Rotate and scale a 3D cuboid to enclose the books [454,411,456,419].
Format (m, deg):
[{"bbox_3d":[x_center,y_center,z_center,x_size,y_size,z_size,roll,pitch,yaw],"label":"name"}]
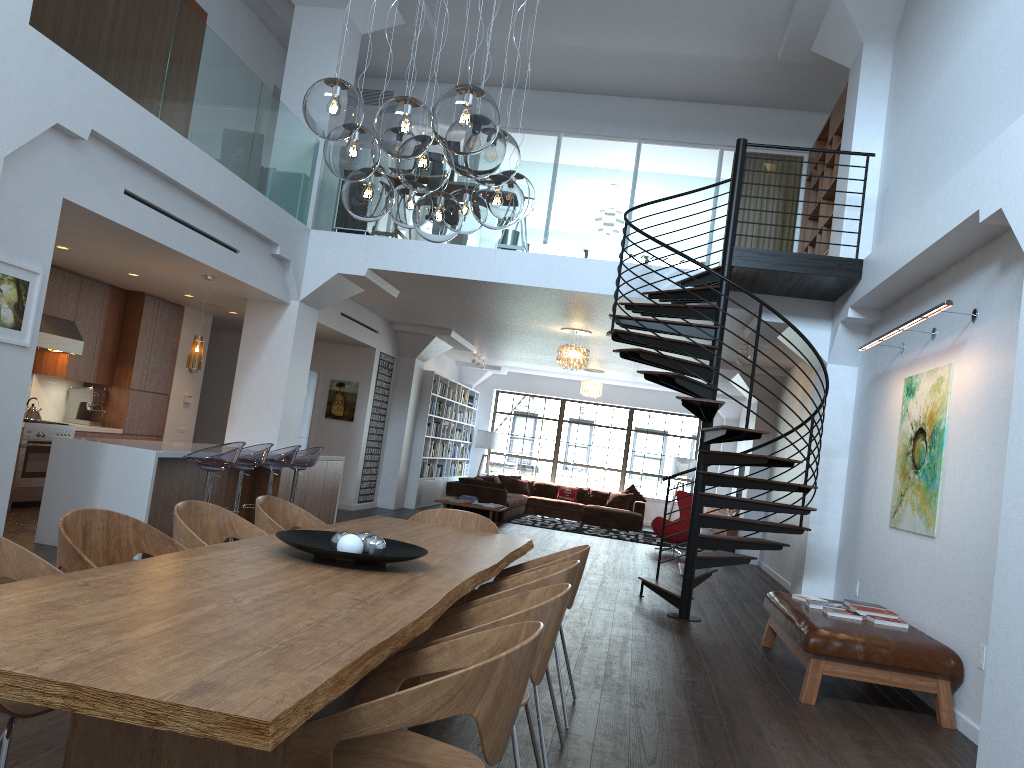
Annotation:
[{"bbox_3d":[-1.214,0.629,17.772,0.139,0.191,0.036,7,-4,9],"label":"books"}]

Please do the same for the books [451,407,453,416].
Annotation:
[{"bbox_3d":[-1.260,0.565,17.400,0.159,0.250,0.026,7,-4,9],"label":"books"}]

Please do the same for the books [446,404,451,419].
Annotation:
[{"bbox_3d":[-1.286,0.532,17.271,0.176,0.290,0.053,7,-4,9],"label":"books"}]

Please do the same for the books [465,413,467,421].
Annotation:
[{"bbox_3d":[-1.058,0.712,18.829,0.161,0.223,0.026,7,-4,8],"label":"books"}]

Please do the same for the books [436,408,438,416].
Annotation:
[{"bbox_3d":[-1.444,0.454,16.225,0.160,0.251,0.039,7,-4,9],"label":"books"}]

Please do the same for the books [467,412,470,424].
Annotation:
[{"bbox_3d":[-1.020,0.722,19.104,0.183,0.253,0.034,7,-4,8],"label":"books"}]

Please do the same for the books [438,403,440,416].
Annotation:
[{"bbox_3d":[-1.429,0.462,16.336,0.183,0.253,0.042,7,-4,9],"label":"books"}]

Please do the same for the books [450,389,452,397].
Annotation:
[{"bbox_3d":[-1.253,0.185,17.192,0.140,0.231,0.042,7,-4,9],"label":"books"}]

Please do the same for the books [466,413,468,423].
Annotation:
[{"bbox_3d":[-1.044,0.707,18.945,0.183,0.253,0.034,7,-4,8],"label":"books"}]

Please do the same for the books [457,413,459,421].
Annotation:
[{"bbox_3d":[-1.165,0.661,18.118,0.139,0.191,0.036,7,-4,9],"label":"books"}]

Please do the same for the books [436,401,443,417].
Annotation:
[{"bbox_3d":[-1.403,0.467,16.562,0.198,0.284,0.049,7,-4,9],"label":"books"}]

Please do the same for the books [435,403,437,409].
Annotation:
[{"bbox_3d":[-1.472,0.442,16.011,0.174,0.236,0.142,7,-4,9],"label":"books"}]

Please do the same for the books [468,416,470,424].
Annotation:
[{"bbox_3d":[-1.007,0.734,19.228,0.160,0.250,0.026,7,-4,8],"label":"books"}]

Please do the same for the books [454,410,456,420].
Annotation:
[{"bbox_3d":[-1.214,0.626,17.805,0.146,0.202,0.027,7,-4,9],"label":"books"}]

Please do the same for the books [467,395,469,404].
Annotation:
[{"bbox_3d":[-1.015,0.341,18.843,0.161,0.223,0.032,7,-4,9],"label":"books"}]

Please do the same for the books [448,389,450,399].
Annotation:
[{"bbox_3d":[-1.275,0.183,17.010,0.146,0.202,0.027,7,-4,9],"label":"books"}]

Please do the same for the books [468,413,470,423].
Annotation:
[{"bbox_3d":[-1.015,0.726,19.187,0.180,0.259,0.060,7,-4,8],"label":"books"}]

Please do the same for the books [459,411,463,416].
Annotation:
[{"bbox_3d":[-1.108,0.680,18.555,0.140,0.231,0.042,7,-4,9],"label":"books"}]

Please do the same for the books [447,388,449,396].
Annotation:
[{"bbox_3d":[-1.294,0.173,16.903,0.146,0.202,0.027,7,-4,9],"label":"books"}]

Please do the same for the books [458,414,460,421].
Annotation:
[{"bbox_3d":[-1.141,0.684,18.220,0.107,0.167,0.017,7,-4,9],"label":"books"}]

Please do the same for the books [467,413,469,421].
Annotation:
[{"bbox_3d":[-1.037,0.724,19.067,0.174,0.240,0.045,7,-4,8],"label":"books"}]

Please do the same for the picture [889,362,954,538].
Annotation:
[{"bbox_3d":[3.019,0.495,6.579,0.010,1.200,1.095,7,-4,9],"label":"picture"}]

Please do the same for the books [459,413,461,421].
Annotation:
[{"bbox_3d":[-1.141,0.688,18.348,0.128,0.178,0.022,7,-4,9],"label":"books"}]

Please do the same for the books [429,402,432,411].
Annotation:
[{"bbox_3d":[-1.518,0.415,15.610,0.161,0.218,0.101,7,-4,9],"label":"books"}]

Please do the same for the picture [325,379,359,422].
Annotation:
[{"bbox_3d":[-2.610,0.253,13.617,0.450,0.600,0.030,7,-4,9],"label":"picture"}]

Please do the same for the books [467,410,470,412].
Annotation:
[{"bbox_3d":[-1.021,0.706,19.141,0.176,0.290,0.036,7,-4,8],"label":"books"}]

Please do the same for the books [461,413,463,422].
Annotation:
[{"bbox_3d":[-1.112,0.697,18.513,0.139,0.191,0.036,7,-4,9],"label":"books"}]

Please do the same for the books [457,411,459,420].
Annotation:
[{"bbox_3d":[-1.170,0.650,18.059,0.146,0.202,0.027,7,-4,9],"label":"books"}]

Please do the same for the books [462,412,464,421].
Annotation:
[{"bbox_3d":[-1.105,0.687,18.604,0.158,0.226,0.052,7,-4,9],"label":"books"}]

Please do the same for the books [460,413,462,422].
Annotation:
[{"bbox_3d":[-1.120,0.691,18.474,0.136,0.196,0.045,7,-4,9],"label":"books"}]

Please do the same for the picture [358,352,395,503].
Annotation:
[{"bbox_3d":[-2.154,0.706,14.170,0.021,2.380,0.800,7,-4,9],"label":"picture"}]

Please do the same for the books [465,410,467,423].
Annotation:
[{"bbox_3d":[-1.057,0.681,18.872,0.176,0.290,0.053,7,-4,8],"label":"books"}]

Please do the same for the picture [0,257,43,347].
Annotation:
[{"bbox_3d":[-3.121,-0.508,5.497,0.018,0.500,0.500,7,-4,9],"label":"picture"}]

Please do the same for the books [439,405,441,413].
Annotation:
[{"bbox_3d":[-1.411,0.483,16.369,0.161,0.223,0.032,7,-4,9],"label":"books"}]

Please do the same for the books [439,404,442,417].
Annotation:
[{"bbox_3d":[-1.404,0.481,16.445,0.174,0.240,0.054,7,-4,9],"label":"books"}]

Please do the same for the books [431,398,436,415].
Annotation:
[{"bbox_3d":[-1.472,0.401,15.830,0.176,0.290,0.053,7,-4,9],"label":"books"}]

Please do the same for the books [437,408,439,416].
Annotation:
[{"bbox_3d":[-1.434,0.474,16.299,0.161,0.223,0.033,7,-4,9],"label":"books"}]

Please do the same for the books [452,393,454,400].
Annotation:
[{"bbox_3d":[-1.210,0.248,17.429,0.110,0.153,0.019,7,-4,9],"label":"books"}]

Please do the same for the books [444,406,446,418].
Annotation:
[{"bbox_3d":[-1.345,0.506,16.775,0.182,0.253,0.034,7,-4,9],"label":"books"}]

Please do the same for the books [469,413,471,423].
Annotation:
[{"bbox_3d":[-1.003,0.747,19.323,0.174,0.240,0.045,7,-4,8],"label":"books"}]

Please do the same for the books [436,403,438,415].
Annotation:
[{"bbox_3d":[-1.451,0.445,16.186,0.180,0.259,0.042,7,-4,9],"label":"books"}]

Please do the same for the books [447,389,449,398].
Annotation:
[{"bbox_3d":[-1.282,0.176,16.928,0.146,0.202,0.027,7,-4,9],"label":"books"}]

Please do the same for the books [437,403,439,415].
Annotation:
[{"bbox_3d":[-1.436,0.460,16.263,0.171,0.246,0.039,7,-4,9],"label":"books"}]

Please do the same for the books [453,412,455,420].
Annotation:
[{"bbox_3d":[-1.221,0.634,17.716,0.126,0.173,0.032,7,-4,9],"label":"books"}]

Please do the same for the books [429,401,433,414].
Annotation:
[{"bbox_3d":[-1.502,0.413,15.670,0.172,0.235,0.112,7,-4,9],"label":"books"}]

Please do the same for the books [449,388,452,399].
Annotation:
[{"bbox_3d":[-1.263,0.182,17.144,0.158,0.226,0.052,7,-4,9],"label":"books"}]

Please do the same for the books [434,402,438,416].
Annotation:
[{"bbox_3d":[-1.458,0.441,16.100,0.183,0.253,0.042,7,-4,9],"label":"books"}]

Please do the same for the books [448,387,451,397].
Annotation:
[{"bbox_3d":[-1.265,0.176,17.095,0.140,0.231,0.042,7,-4,9],"label":"books"}]

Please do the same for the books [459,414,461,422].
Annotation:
[{"bbox_3d":[-1.138,0.687,18.373,0.134,0.184,0.030,7,-4,9],"label":"books"}]

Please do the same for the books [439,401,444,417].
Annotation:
[{"bbox_3d":[-1.379,0.471,16.611,0.176,0.291,0.053,7,-4,9],"label":"books"}]

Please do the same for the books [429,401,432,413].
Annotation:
[{"bbox_3d":[-1.510,0.412,15.639,0.152,0.232,0.104,7,-4,9],"label":"books"}]

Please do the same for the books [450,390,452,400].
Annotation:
[{"bbox_3d":[-1.246,0.209,17.229,0.139,0.191,0.036,7,-4,9],"label":"books"}]

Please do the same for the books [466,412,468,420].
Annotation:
[{"bbox_3d":[-1.052,0.704,18.913,0.183,0.253,0.034,7,-4,8],"label":"books"}]

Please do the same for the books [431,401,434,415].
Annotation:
[{"bbox_3d":[-1.494,0.416,15.753,0.174,0.242,0.105,7,-4,9],"label":"books"}]

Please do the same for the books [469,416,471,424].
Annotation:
[{"bbox_3d":[-0.989,0.760,19.355,0.161,0.223,0.026,7,-4,8],"label":"books"}]

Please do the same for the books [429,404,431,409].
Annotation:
[{"bbox_3d":[-1.527,0.426,15.531,0.161,0.182,0.170,7,-4,9],"label":"books"}]

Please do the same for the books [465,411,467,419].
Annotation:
[{"bbox_3d":[-1.062,0.696,18.806,0.160,0.250,0.026,7,-4,8],"label":"books"}]

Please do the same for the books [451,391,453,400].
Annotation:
[{"bbox_3d":[-1.231,0.224,17.322,0.128,0.178,0.022,7,-4,9],"label":"books"}]
